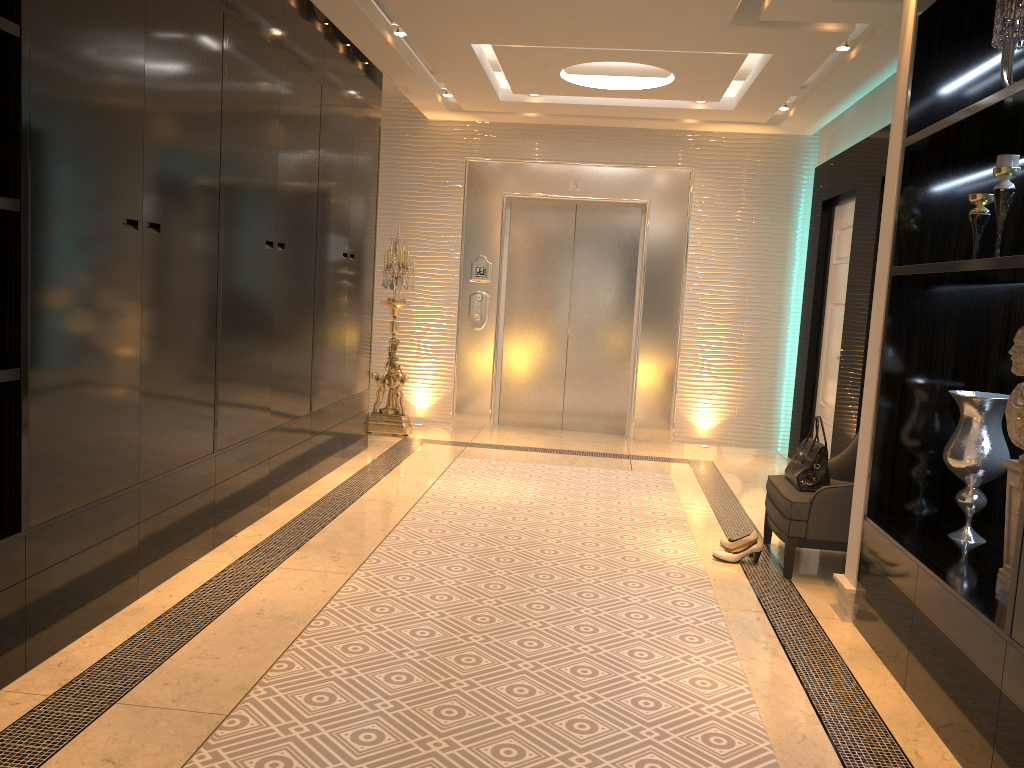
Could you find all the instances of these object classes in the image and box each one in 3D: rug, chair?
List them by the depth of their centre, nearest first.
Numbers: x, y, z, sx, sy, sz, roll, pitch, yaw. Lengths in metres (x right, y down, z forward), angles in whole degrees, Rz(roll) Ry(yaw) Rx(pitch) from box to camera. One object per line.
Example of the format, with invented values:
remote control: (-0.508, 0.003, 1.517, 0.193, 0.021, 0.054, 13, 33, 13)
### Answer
rug: (0.105, 0.836, 3.828, 1.526, 0.015, 5.025, 4, 6, 5)
chair: (1.615, 0.433, 4.254, 0.702, 0.898, 0.625, 4, 6, 7)

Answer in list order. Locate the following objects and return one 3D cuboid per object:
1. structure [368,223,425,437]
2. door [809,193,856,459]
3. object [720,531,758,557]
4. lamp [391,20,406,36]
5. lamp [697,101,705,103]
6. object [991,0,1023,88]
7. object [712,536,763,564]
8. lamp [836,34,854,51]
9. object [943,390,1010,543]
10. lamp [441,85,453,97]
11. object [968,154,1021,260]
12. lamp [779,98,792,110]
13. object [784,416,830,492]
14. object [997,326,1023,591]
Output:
structure: (-0.823, -0.443, 7.306, 0.382, 1.715, 0.811, 7, 7, 29)
door: (2.324, -0.324, 6.358, 0.089, 2.034, 0.919, 4, 6, 5)
object: (1.140, 0.773, 4.432, 0.084, 0.135, 0.235, -1, 8, -36)
lamp: (-0.647, -2.093, 5.160, 0.107, 0.127, 0.107, 6, 7, 24)
lamp: (1.375, -2.110, 6.433, 0.107, 0.127, 0.107, 6, 7, 24)
object: (1.503, -1.011, 2.627, 0.155, 0.347, 0.155, 2, 6, -14)
object: (1.083, 0.789, 4.248, 0.235, 0.135, 0.084, 4, 6, 7)
lamp: (1.843, -1.918, 4.925, 0.107, 0.127, 0.107, 2, 6, -13)
object: (1.650, 0.297, 3.161, 0.221, 0.522, 0.221, 5, 6, 10)
lamp: (-0.484, -2.256, 6.764, 0.107, 0.127, 0.107, 2, 6, -13)
object: (1.575, -0.567, 2.918, 0.079, 0.361, 0.176, 2, 6, -13)
lamp: (2.006, -2.082, 6.529, 0.107, 0.127, 0.107, 2, 6, -13)
object: (1.437, 0.322, 4.273, 0.168, 0.345, 0.366, 4, 6, 5)
object: (1.545, 0.218, 2.591, 0.221, 0.794, 0.308, 7, 7, 32)
